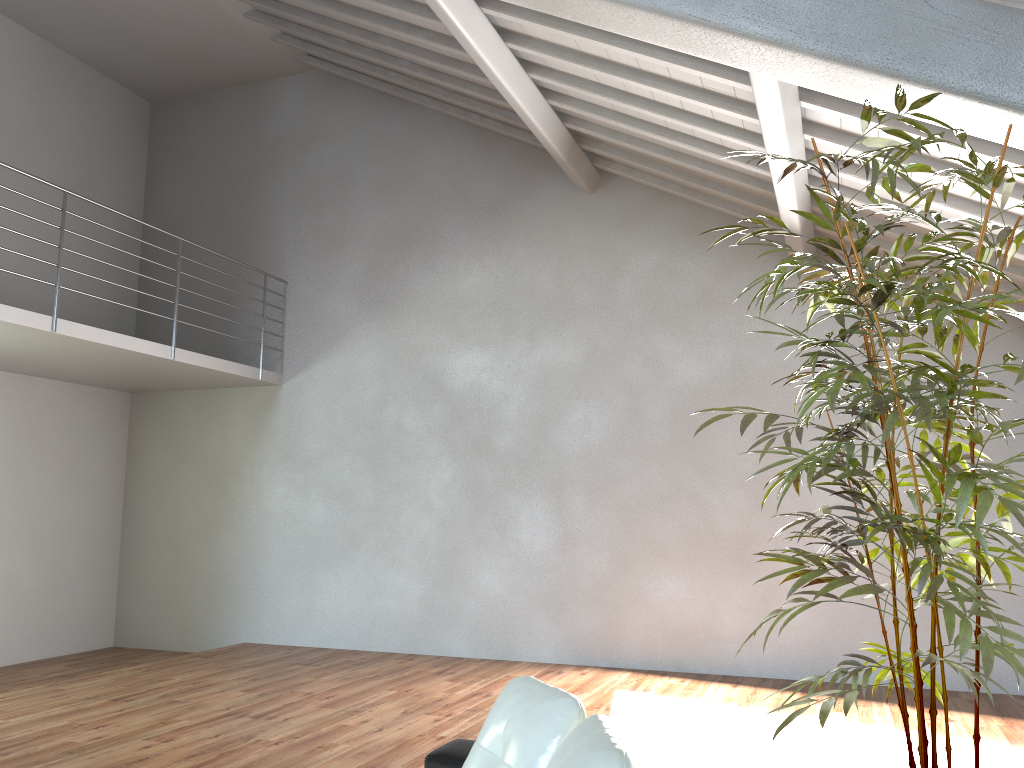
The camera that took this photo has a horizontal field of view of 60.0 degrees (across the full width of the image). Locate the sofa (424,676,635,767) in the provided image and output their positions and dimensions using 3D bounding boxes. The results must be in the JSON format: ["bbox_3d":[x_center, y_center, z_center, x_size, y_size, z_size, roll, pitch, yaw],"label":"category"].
[{"bbox_3d":[-0.271,1.093,1.587,1.359,0.805,3.047,0,-8,0],"label":"sofa"}]

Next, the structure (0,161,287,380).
[{"bbox_3d":[-2.887,-1.267,3.736,2.536,1.055,10.133,-3,-9,20],"label":"structure"}]

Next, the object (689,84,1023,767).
[{"bbox_3d":[1.093,0.389,2.558,1.399,2.473,1.177,8,-12,-44],"label":"object"}]
